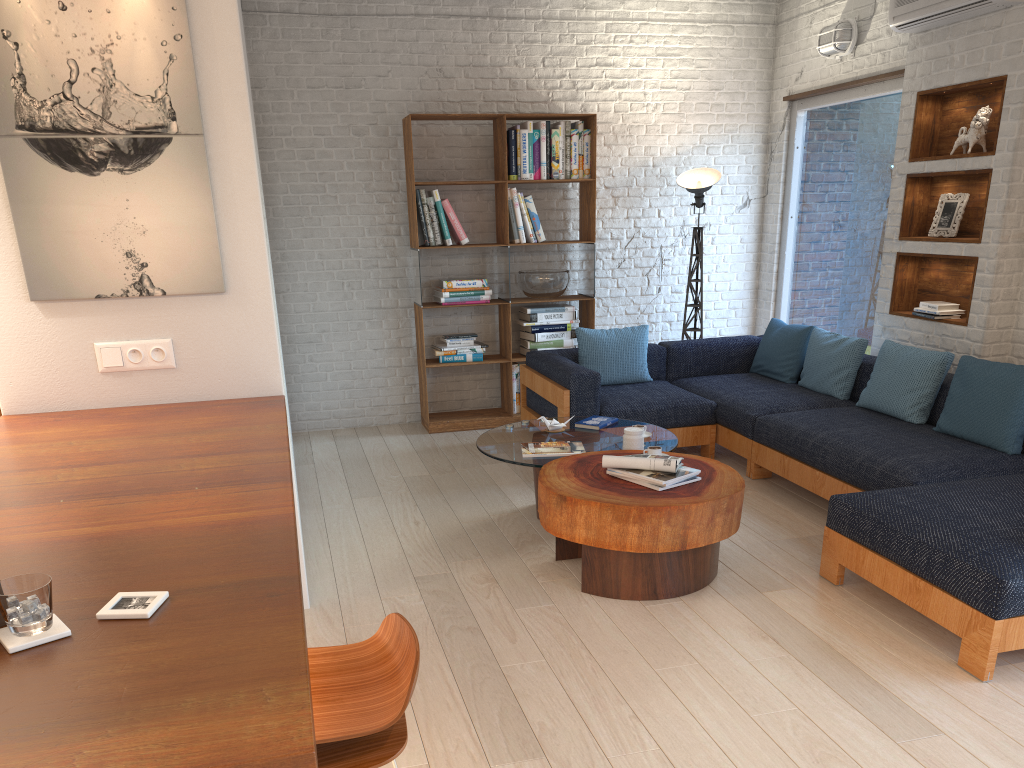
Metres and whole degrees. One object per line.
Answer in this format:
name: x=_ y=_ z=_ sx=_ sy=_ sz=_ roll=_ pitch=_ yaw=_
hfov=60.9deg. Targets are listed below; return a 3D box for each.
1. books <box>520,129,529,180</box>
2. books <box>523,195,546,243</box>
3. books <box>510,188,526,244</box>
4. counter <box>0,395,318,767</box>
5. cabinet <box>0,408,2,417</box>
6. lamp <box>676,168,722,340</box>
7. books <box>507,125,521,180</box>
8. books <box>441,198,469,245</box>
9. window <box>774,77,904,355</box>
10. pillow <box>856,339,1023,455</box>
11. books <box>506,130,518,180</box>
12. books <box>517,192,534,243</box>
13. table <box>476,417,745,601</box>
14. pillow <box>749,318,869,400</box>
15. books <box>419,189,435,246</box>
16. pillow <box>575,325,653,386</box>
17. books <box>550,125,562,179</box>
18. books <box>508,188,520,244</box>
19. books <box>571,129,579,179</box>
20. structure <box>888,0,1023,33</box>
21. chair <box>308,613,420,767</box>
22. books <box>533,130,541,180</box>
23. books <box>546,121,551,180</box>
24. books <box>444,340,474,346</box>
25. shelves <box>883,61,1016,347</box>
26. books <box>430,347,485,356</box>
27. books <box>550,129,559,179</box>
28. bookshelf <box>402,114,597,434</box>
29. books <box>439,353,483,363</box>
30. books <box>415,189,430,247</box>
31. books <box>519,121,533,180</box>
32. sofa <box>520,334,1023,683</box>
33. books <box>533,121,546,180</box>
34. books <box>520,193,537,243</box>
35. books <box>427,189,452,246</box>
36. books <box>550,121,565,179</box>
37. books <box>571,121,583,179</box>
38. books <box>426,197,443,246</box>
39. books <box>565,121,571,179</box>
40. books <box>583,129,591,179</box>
books: x=0.058 y=-1.636 z=6.258 sx=0.055 sy=0.346 sz=0.242 roll=-7 pitch=18 yaw=-14
books: x=0.137 y=-1.216 z=6.430 sx=0.157 sy=0.346 sz=0.242 roll=-6 pitch=18 yaw=-14
books: x=0.018 y=-1.232 z=6.389 sx=0.103 sy=0.403 sz=0.232 roll=-6 pitch=18 yaw=-14
counter: x=-1.375 y=0.780 z=2.240 sx=1.679 sy=0.968 sz=2.384 roll=-5 pitch=13 yaw=-14
cabinet: x=-4.146 y=-0.481 z=3.839 sx=2.223 sy=2.976 sz=4.633 roll=13 pitch=20 yaw=39
lamp: x=1.609 y=-0.668 z=6.635 sx=0.492 sy=1.940 sz=0.845 roll=-18 pitch=25 yaw=-40
books: x=0.015 y=-1.650 z=6.260 sx=0.020 sy=0.377 sz=0.259 roll=-7 pitch=18 yaw=-14
books: x=-0.436 y=-1.175 z=6.321 sx=0.194 sy=0.335 sz=0.242 roll=-6 pitch=17 yaw=-14
window: x=3.898 y=-1.967 z=0.758 sx=0.644 sy=6.727 sz=11.778 roll=-7 pitch=14 yaw=-14
pillow: x=2.291 y=0.031 z=4.621 sx=0.253 sy=0.438 sz=1.157 roll=-6 pitch=13 yaw=-15
books: x=-0.022 y=-1.633 z=6.257 sx=0.055 sy=0.346 sz=0.242 roll=-7 pitch=18 yaw=-14
books: x=0.068 y=-1.221 z=6.416 sx=0.124 sy=0.367 sz=0.259 roll=-6 pitch=18 yaw=-14
table: x=0.409 y=0.551 z=4.400 sx=1.074 sy=0.470 sz=1.744 roll=-3 pitch=12 yaw=-9
pillow: x=1.965 y=-0.182 z=5.856 sx=0.242 sy=0.419 sz=1.057 roll=-7 pitch=13 yaw=-15
books: x=-0.627 y=-1.191 z=6.255 sx=0.091 sy=0.404 sz=0.232 roll=-7 pitch=18 yaw=-14
pillow: x=0.708 y=-0.197 z=6.050 sx=0.553 sy=0.430 sz=0.212 roll=-5 pitch=19 yaw=-14
books: x=0.310 y=-1.670 z=6.320 sx=0.020 sy=0.377 sz=0.259 roll=-7 pitch=18 yaw=-14
books: x=-0.024 y=-1.234 z=6.402 sx=0.101 sy=0.403 sz=0.232 roll=-6 pitch=18 yaw=-14
books: x=0.420 y=-1.663 z=6.346 sx=0.055 sy=0.346 sz=0.242 roll=-7 pitch=18 yaw=-14
structure: x=2.324 y=-2.043 z=4.575 sx=0.199 sy=0.231 sz=0.778 roll=-6 pitch=13 yaw=-14
chair: x=-0.367 y=0.909 z=1.865 sx=0.421 sy=0.815 sz=0.384 roll=-6 pitch=19 yaw=-13
books: x=0.144 y=-1.646 z=6.296 sx=0.055 sy=0.346 sz=0.242 roll=-7 pitch=18 yaw=-14
books: x=0.227 y=-1.677 z=6.296 sx=0.036 sy=0.403 sz=0.232 roll=-7 pitch=18 yaw=-14
books: x=-0.406 y=-0.317 z=6.628 sx=0.205 sy=0.035 sz=0.126 roll=-4 pitch=12 yaw=-14
shelves: x=2.542 y=-0.989 z=4.999 sx=0.191 sy=1.501 sz=0.730 roll=-7 pitch=19 yaw=-14
books: x=-0.414 y=-0.261 z=6.632 sx=0.378 sy=0.038 sz=0.233 roll=-4 pitch=12 yaw=-14
books: x=0.277 y=-1.651 z=6.303 sx=0.055 sy=0.346 sz=0.242 roll=-7 pitch=18 yaw=-14
bookshelf: x=-0.063 y=-0.790 z=6.515 sx=1.312 sy=2.316 sz=0.346 roll=-6 pitch=20 yaw=-13
books: x=-0.391 y=-0.215 z=6.645 sx=0.326 sy=0.058 sz=0.242 roll=-2 pitch=12 yaw=-4
books: x=-0.661 y=-1.187 z=6.239 sx=0.091 sy=0.404 sz=0.232 roll=-7 pitch=18 yaw=-14
books: x=0.101 y=-1.667 z=6.262 sx=0.036 sy=0.403 sz=0.232 roll=-7 pitch=18 yaw=-14
sofa: x=1.563 y=0.333 z=4.752 sx=2.070 sy=0.695 sz=3.773 roll=-5 pitch=12 yaw=-14
books: x=0.194 y=-1.673 z=6.279 sx=0.036 sy=0.403 sz=0.232 roll=-7 pitch=18 yaw=-14
books: x=0.086 y=-1.224 z=6.429 sx=0.124 sy=0.367 sz=0.259 roll=-6 pitch=18 yaw=-14
books: x=-0.520 y=-1.195 z=6.268 sx=0.121 sy=0.401 sz=0.232 roll=-6 pitch=18 yaw=-14
books: x=0.334 y=-1.688 z=6.334 sx=0.036 sy=0.403 sz=0.232 roll=-7 pitch=18 yaw=-14
books: x=0.464 y=-1.695 z=6.352 sx=0.036 sy=0.403 sz=0.232 roll=-7 pitch=18 yaw=-14
books: x=-0.581 y=-1.173 z=6.293 sx=0.102 sy=0.351 sz=0.242 roll=-6 pitch=18 yaw=-14
books: x=0.373 y=-1.688 z=6.330 sx=0.036 sy=0.403 sz=0.232 roll=-7 pitch=18 yaw=-14
books: x=0.508 y=-1.674 z=6.388 sx=0.055 sy=0.346 sz=0.242 roll=-7 pitch=18 yaw=-14
